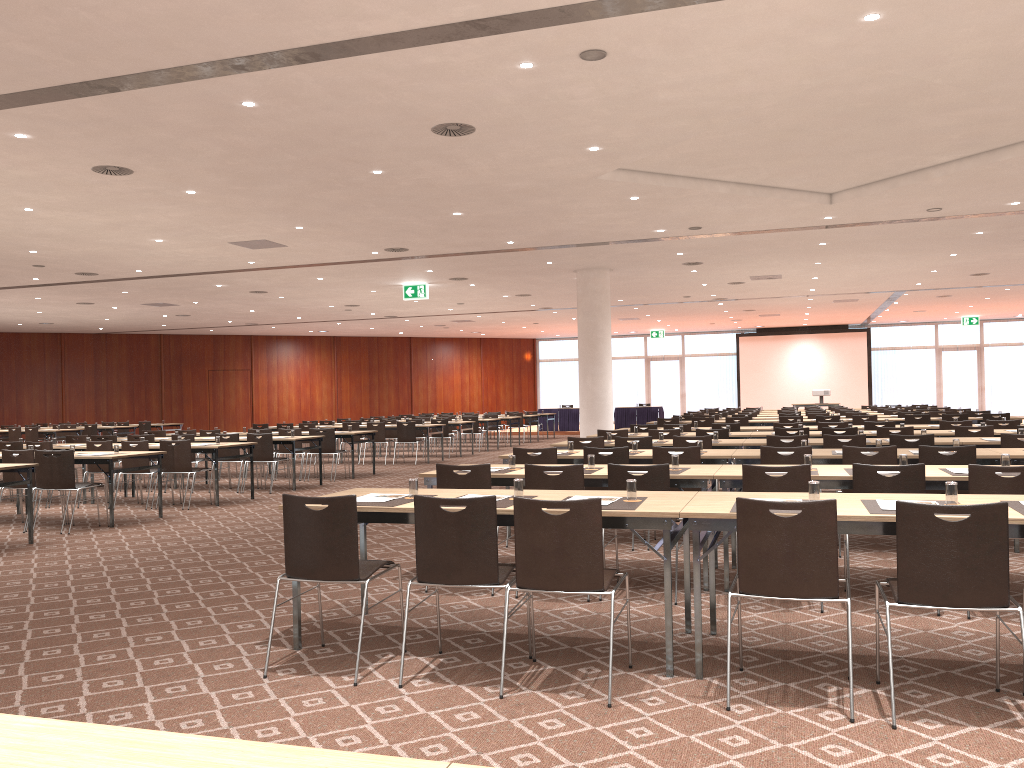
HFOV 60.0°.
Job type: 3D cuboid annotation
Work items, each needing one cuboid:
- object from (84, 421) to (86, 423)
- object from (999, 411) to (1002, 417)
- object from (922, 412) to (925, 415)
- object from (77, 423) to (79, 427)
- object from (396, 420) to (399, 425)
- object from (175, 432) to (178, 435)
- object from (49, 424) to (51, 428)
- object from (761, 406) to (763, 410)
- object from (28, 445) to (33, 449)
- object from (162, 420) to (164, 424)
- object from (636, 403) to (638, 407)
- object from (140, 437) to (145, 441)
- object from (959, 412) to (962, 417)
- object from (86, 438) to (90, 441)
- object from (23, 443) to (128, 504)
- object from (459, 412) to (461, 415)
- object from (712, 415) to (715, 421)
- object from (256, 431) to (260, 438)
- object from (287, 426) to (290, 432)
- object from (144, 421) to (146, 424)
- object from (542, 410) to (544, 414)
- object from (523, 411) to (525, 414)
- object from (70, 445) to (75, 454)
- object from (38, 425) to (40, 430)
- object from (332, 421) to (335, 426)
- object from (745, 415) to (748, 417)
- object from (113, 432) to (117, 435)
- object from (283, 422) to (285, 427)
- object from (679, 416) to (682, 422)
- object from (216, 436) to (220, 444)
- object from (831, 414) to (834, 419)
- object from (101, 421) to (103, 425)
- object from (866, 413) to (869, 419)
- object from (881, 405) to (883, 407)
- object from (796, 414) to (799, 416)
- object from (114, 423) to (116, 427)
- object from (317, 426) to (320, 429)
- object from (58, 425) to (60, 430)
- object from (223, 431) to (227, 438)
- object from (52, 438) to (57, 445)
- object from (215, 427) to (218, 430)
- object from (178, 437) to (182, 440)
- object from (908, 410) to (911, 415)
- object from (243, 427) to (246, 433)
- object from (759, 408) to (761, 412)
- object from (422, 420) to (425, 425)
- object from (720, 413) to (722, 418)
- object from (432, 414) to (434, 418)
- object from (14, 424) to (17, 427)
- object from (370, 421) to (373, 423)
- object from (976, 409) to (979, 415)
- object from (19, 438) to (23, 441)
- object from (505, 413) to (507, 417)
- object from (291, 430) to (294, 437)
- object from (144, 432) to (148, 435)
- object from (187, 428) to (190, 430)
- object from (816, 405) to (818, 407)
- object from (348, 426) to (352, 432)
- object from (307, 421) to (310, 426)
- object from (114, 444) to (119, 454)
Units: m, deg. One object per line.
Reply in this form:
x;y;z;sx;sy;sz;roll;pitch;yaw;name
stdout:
-13.294;1.226;27.628;0.054;0.114;0.054;-1;0;-39;object
9.033;0.561;16.405;0.054;0.114;0.054;-1;0;-16;object
7.795;0.595;16.805;0.054;0.114;0.054;-1;0;-39;object
-12.359;1.170;25.232;0.054;0.114;0.054;-1;0;-39;object
-2.590;0.876;20.074;0.054;0.114;0.054;-1;0;-16;object
-5.789;0.880;15.305;0.054;0.114;0.054;-1;0;-16;object
-13.283;1.195;25.515;0.054;0.114;0.054;-1;0;-16;object
7.703;0.747;27.318;0.054;0.114;0.054;-1;0;-39;object
-6.074;0.828;11.194;0.054;0.114;0.054;-1;0;6;object
-10.522;1.150;26.753;0.054;0.114;0.054;-1;0;-16;object
4.492;0.756;31.838;0.054;0.114;0.054;-1;0;29;object
-5.460;0.841;13.103;0.054;0.114;0.054;-1;0;29;object
8.402;0.578;16.609;0.054;0.114;0.054;-1;0;-39;object
-6.401;0.867;13.395;0.054;0.114;0.054;-1;0;-39;object
-7.141;1.365;13.683;2.267;0.833;0.953;-2;-1;17;object
-1.771;1.003;30.284;0.054;0.114;0.054;-1;0;-16;object
4.081;0.695;17.978;0.054;0.114;0.054;-1;0;-39;object
-4.249;0.839;14.827;0.054;0.114;0.054;-1;0;6;object
-4.269;0.869;16.929;0.054;0.114;0.054;-1;0;6;object
-11.144;1.167;26.960;0.054;0.114;0.054;-1;0;-16;object
1.021;0.928;29.415;0.054;0.114;0.054;-1;0;6;object
0.407;0.944;29.605;0.054;0.114;0.054;-1;0;6;object
-5.452;0.811;11.001;0.054;0.114;0.054;-1;0;6;object
-12.335;1.140;23.137;0.054;0.114;0.054;-1;0;-39;object
-4.139;0.918;20.563;0.054;0.114;0.054;-1;0;-39;object
4.699;0.678;17.768;0.054;0.114;0.054;-1;0;-39;object
-7.025;0.914;15.690;0.054;0.114;0.054;-1;0;-16;object
-5.380;0.951;20.944;0.054;0.114;0.054;-1;0;-39;object
3.458;0.712;18.175;0.054;0.114;0.054;-1;0;-16;object
-4.217;0.808;12.714;0.054;0.114;0.054;-1;0;29;object
6.250;0.636;17.289;0.054;0.114;0.054;-1;0;-16;object
-12.675;1.209;27.430;0.054;0.114;0.054;-1;0;-39;object
6.861;0.620;17.093;0.054;0.114;0.054;-1;0;-16;object
10.187;0.649;24.438;0.054;0.114;0.054;-1;0;-39;object
5.622;0.653;17.475;0.054;0.114;0.054;-1;0;-16;object
-11.118;1.137;24.854;0.054;0.114;0.054;-1;0;-39;object
-3.652;0.852;16.732;0.054;0.114;0.054;-1;0;6;object
-11.716;1.123;22.935;0.054;0.114;0.054;-1;0;-39;object
-4.863;0.855;15.017;0.054;0.114;0.054;-1;0;6;object
-7.014;0.883;13.597;0.054;0.114;0.054;-1;0;-39;object
-5.808;0.911;17.407;0.054;0.114;0.054;-1;0;-39;object
-4.839;0.825;12.912;0.054;0.114;0.054;-1;0;29;object
8.386;0.608;18.704;0.054;0.114;0.054;-1;0;-39;object
-5.194;0.894;17.225;0.054;0.114;0.054;-1;0;-39;object
7.094;0.733;25.412;0.054;0.114;0.054;-1;0;-39;object
-1.986;0.859;19.871;0.054;0.114;0.054;-1;0;-16;object
4.682;0.709;19.871;0.054;0.114;0.054;-1;0;-16;object
-2.345;0.959;26.276;0.054;0.114;0.054;-1;0;-16;object
-14.514;1.229;25.920;0.054;0.114;0.054;-1;0;-16;object
-3.211;0.893;20.272;0.054;0.114;0.054;-1;0;-16;object
9.620;0.575;18.322;0.054;0.114;0.054;-1;0;-16;object
-7.632;0.900;13.784;0.054;0.114;0.054;-1;0;-39;object
-0.173;0.900;25.596;0.054;0.114;0.054;-1;0;6;object
-3.617;0.821;14.621;0.054;0.114;0.054;-1;0;6;object
-6.403;0.897;15.508;0.054;0.114;0.054;-1;0;-16;object
-6.419;0.927;17.611;0.054;0.114;0.054;-1;0;-39;object
9.240;0.705;26.827;0.054;0.114;0.054;-1;0;-39;object
-3.019;0.835;16.530;0.054;0.114;0.054;-1;0;6;object
-4.763;0.935;20.747;0.054;0.114;0.054;-1;0;-39;object
-4.828;0.795;10.823;0.054;0.114;0.054;-1;0;6;object
